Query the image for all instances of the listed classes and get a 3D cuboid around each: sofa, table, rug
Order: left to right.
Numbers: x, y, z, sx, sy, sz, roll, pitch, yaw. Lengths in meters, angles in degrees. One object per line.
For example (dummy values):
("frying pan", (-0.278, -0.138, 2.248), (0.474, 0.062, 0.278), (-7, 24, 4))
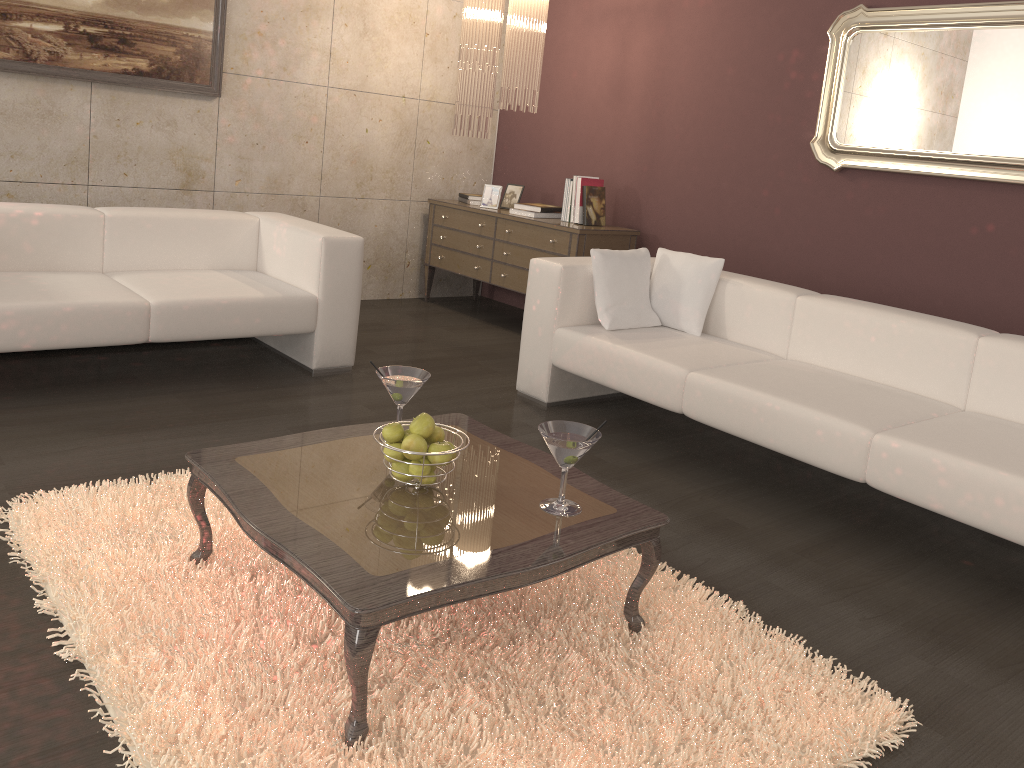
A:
("sofa", (-1.768, -0.432, 3.945), (2.034, 0.638, 0.961), (-6, 18, -40))
("rug", (-0.270, 0.530, 2.203), (1.514, 0.066, 2.037), (-7, 20, -39))
("table", (-0.233, 0.392, 2.180), (0.908, 0.297, 0.931), (-7, 19, -41))
("sofa", (1.257, 0.040, 3.399), (0.946, 0.638, 2.837), (-5, 18, -39))

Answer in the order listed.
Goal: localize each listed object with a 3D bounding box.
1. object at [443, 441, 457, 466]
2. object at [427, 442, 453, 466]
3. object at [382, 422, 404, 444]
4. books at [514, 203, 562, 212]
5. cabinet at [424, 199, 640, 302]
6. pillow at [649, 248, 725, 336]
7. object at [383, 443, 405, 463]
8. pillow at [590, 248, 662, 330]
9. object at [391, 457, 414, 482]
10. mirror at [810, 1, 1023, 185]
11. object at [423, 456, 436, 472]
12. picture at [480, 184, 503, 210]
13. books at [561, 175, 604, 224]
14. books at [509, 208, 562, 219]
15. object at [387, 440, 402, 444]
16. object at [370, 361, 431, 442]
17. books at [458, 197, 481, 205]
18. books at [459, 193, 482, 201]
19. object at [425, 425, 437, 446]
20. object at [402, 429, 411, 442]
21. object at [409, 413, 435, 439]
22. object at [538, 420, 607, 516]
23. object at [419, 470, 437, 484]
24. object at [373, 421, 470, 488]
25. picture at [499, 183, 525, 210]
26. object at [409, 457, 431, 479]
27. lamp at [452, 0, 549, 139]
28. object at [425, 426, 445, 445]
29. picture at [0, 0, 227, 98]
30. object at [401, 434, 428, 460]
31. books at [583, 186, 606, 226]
("object", (-0.166, 0.170, 2.148), (0.061, 0.061, 0.062), (9, 12, 13))
("object", (-0.172, 0.167, 2.093), (0.063, 0.054, 0.061), (17, 17, 41))
("object", (-0.286, 0.118, 2.123), (0.054, 0.050, 0.054), (-4, 16, -39))
("books", (0.178, -1.126, 5.632), (0.213, 0.033, 0.291), (16, 18, 32))
("cabinet", (0.051, -0.757, 5.786), (0.533, 0.715, 1.558), (-3, 17, -40))
("pillow", (0.791, -0.442, 4.158), (0.170, 0.354, 0.383), (-3, 15, -42))
("object", (-0.280, 0.163, 2.101), (0.053, 0.050, 0.054), (-3, 15, -36))
("pillow", (0.522, -0.443, 4.059), (0.377, 0.351, 0.189), (-5, 15, -41))
("object", (-0.258, 0.202, 2.129), (0.067, 0.062, 0.070), (7, 12, 4))
("mirror", (2.139, -1.272, 3.842), (0.047, 0.807, 1.818), (-1, 15, -40))
("object", (-0.214, 0.201, 2.175), (0.054, 0.053, 0.056), (-1, 14, -29))
("picture", (-0.138, -1.241, 5.837), (0.129, 0.154, 0.051), (10, 10, 19))
("books", (0.436, -1.130, 5.404), (0.204, 0.284, 0.181), (-3, 14, -40))
("books", (0.168, -1.089, 5.620), (0.309, 0.035, 0.228), (-9, 21, -44))
("object", (-0.286, 0.153, 2.151), (0.046, 0.045, 0.044), (16, 16, 39))
("object", (-0.308, 0.050, 2.436), (0.153, 0.212, 0.152), (16, 14, 41))
("books", (-0.241, -1.272, 6.140), (0.200, 0.031, 0.282), (0, 16, -20))
("books", (-0.258, -1.300, 6.127), (0.169, 0.027, 0.238), (0, 16, -20))
("object", (-0.203, 0.127, 2.200), (0.054, 0.053, 0.055), (9, 12, 11))
("object", (-0.246, 0.132, 2.139), (0.046, 0.043, 0.046), (11, 13, 20))
("object", (-0.215, 0.100, 2.113), (0.062, 0.063, 0.063), (-4, 16, -40))
("object", (0.127, 0.190, 2.089), (0.152, 0.212, 0.153), (11, 12, 24))
("object", (-0.204, 0.224, 2.118), (0.043, 0.042, 0.045), (-3, 15, -36))
("object", (-0.224, 0.185, 2.136), (0.234, 0.116, 0.239), (7, 14, 4))
("picture", (0.000, -1.262, 5.940), (0.142, 0.168, 0.078), (14, 12, 34))
("object", (-0.218, 0.199, 2.077), (0.052, 0.047, 0.051), (18, 17, 42))
("lamp", (0.040, -2.781, 4.880), (0.483, 2.782, 0.493), (6, 9, -4))
("object", (-0.188, 0.127, 2.152), (0.050, 0.048, 0.046), (0, 13, -26))
("picture", (-2.317, -1.978, 4.537), (1.722, 0.779, 0.054), (-6, 15, -40))
("object", (-0.231, 0.149, 2.078), (0.063, 0.060, 0.058), (10, 12, 18))
("books", (0.496, -1.077, 5.329), (0.173, 0.233, 0.069), (-3, 13, -40))
